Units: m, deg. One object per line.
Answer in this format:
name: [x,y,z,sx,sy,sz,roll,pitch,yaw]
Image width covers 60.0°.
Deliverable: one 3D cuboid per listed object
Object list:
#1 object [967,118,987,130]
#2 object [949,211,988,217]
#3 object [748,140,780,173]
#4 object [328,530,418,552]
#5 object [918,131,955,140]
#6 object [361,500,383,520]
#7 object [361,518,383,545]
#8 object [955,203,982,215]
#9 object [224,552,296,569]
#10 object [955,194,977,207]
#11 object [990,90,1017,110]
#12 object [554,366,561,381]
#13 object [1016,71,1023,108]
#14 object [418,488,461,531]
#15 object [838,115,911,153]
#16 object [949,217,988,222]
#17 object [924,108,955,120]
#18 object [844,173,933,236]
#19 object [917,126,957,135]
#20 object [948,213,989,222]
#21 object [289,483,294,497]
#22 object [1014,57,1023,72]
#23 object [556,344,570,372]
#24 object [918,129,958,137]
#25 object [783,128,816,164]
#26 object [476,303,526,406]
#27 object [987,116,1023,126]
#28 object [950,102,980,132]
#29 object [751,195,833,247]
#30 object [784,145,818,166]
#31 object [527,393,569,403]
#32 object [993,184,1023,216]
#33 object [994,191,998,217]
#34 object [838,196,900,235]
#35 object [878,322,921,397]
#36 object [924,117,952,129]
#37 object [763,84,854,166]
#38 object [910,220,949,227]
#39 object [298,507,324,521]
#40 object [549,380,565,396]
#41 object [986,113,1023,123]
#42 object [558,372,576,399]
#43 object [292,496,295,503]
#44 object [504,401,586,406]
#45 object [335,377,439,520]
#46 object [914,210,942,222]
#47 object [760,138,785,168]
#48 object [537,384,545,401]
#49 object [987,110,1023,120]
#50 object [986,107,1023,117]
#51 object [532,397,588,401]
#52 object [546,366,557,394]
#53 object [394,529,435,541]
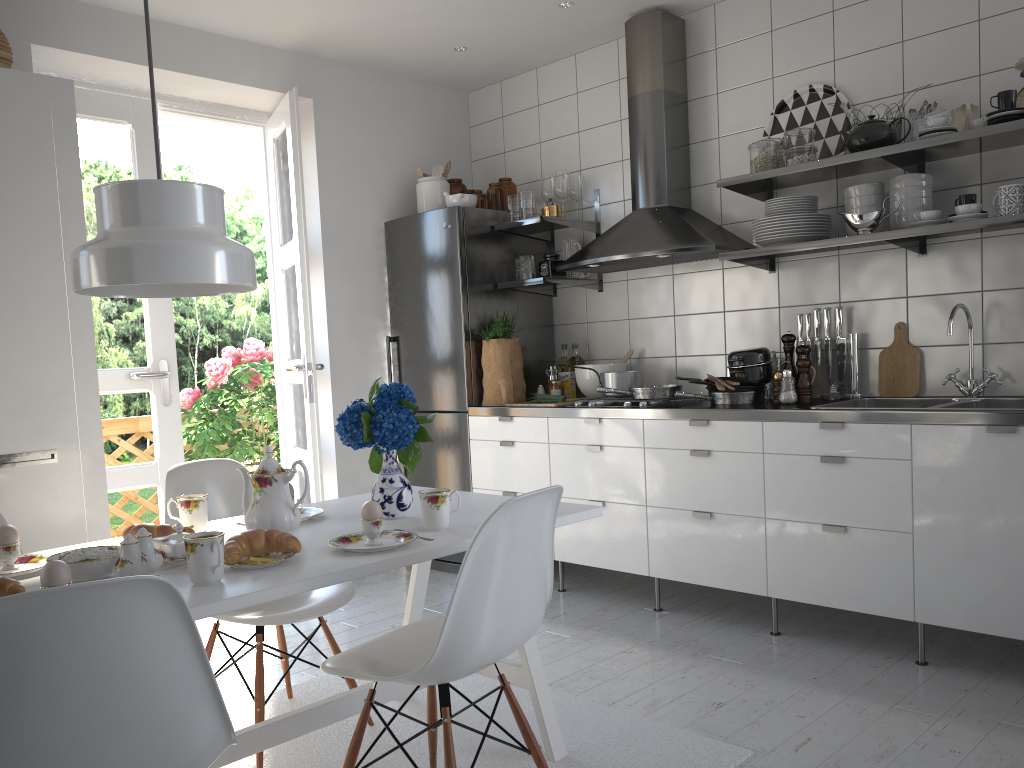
object: [1.565,-0.855,2.960,0.082,0.048,0.079,-4,3,-33]
object: [1.578,-0.580,3.067,0.121,0.023,0.121,-2,2,25]
object: [0.987,-0.876,3.469,0.121,0.130,0.121,-1,4,31]
object: [-0.311,0.357,1.996,0.200,0.016,0.201,-4,2,-40]
object: [1.442,-0.829,2.999,0.121,0.021,0.121,-4,3,-41]
object: [-0.315,0.293,1.992,0.048,0.063,0.048,-6,4,-41]
object: [-0.313,0.330,1.994,0.048,0.057,0.048,-3,3,-5]
object: [1.503,-0.564,2.919,0.082,0.048,0.079,-4,3,-33]
object: [-0.538,0.372,1.874,0.157,0.016,0.158,-4,2,-35]
object: [1.577,-0.615,3.071,0.055,0.078,0.070,-3,3,5]
object: [1.580,-0.894,2.839,0.055,0.078,0.070,-4,3,-25]
object: [0.223,-0.005,4.529,0.059,0.173,0.059,-3,4,4]
object: [1.759,-0.937,2.932,0.159,0.209,0.185,0,4,45]
object: [-0.181,0.306,2.153,0.078,0.096,0.090,0,4,38]
object: [1.291,-0.888,3.166,0.178,0.142,0.199,-3,3,-4]
object: [1.580,-0.561,3.066,0.121,0.021,0.121,-3,2,-11]
object: [1.437,-0.898,2.995,0.078,0.068,0.083,-4,3,-30]
object: [1.394,-0.647,3.289,0.309,0.217,0.150,-1,4,42]
object: [1.439,-0.848,3.000,0.121,0.024,0.121,-1,3,40]
object: [1.505,-0.543,2.922,0.121,0.021,0.121,-4,3,-41]
object: [-0.612,0.295,2.392,0.048,0.063,0.048,-6,4,-41]
object: [1.757,-1.064,2.934,0.163,0.047,0.164,-3,2,4]
object: [0.276,-0.064,4.562,0.066,0.283,0.066,0,5,40]
object: [1.442,-0.838,2.999,0.121,0.021,0.121,-4,3,-41]
object: [1.127,-0.904,3.470,0.121,0.171,0.121,-4,4,-25]
object: [-0.044,-0.143,4.342,0.174,0.510,0.282,0,4,32]
object: [1.588,-0.831,2.836,0.121,0.021,0.121,-2,2,22]
object: [1.595,-0.906,3.110,0.115,0.152,0.127,-4,3,-19]
object: [1.099,-0.628,3.484,0.300,0.195,0.306,-5,3,-41]
object: [1.094,-0.853,3.353,0.121,0.079,0.121,-1,3,31]
object: [0.146,0.068,4.162,0.141,0.053,0.276,-4,2,-30]
object: [1.608,-0.585,2.856,0.083,0.100,0.108,-2,3,14]
object: [1.643,-0.589,2.919,0.083,0.100,0.108,-3,3,-11]
object: [1.283,-0.597,3.186,0.210,0.135,0.101,-2,3,27]
object: [1.508,-0.095,3.449,0.157,0.294,0.047,1,5,45]
object: [1.438,-0.869,2.997,0.079,0.050,0.082,-2,3,18]
object: [1.209,-1.024,3.629,0.395,0.394,0.053,0,5,45]
object: [1.428,-0.543,3.033,0.121,0.021,0.121,-1,3,42]
object: [-0.609,0.359,2.397,0.200,0.016,0.201,-4,2,-40]
object: [0.223,0.034,4.402,0.078,0.102,0.078,-2,3,11]
object: [1.587,-0.840,2.835,0.121,0.021,0.121,-4,3,-41]
object: [0.279,0.009,4.489,0.077,0.141,0.043,1,5,45]
object: [-0.610,0.332,2.394,0.048,0.057,0.048,-3,3,-5]
object: [0.153,0.092,4.162,0.330,0.012,0.220,-1,3,45]
object: [-0.329,0.166,2.339,0.235,0.378,0.265,-6,5,-43]
object: [1.426,-0.564,3.030,0.079,0.048,0.082,-1,3,37]
object: [1.055,-0.905,3.613,0.121,0.171,0.121,-4,4,-25]
object: [0.146,0.045,4.466,0.046,0.085,0.046,-1,4,22]
object: [1.587,-0.850,2.834,0.121,0.023,0.121,-3,2,-14]
object: [1.585,-0.859,2.835,0.121,0.023,0.121,-3,2,-5]
object: [0.245,0.079,4.483,0.180,0.008,0.271,-1,3,45]
object: [0.202,-0.002,4.467,0.059,0.173,0.059,-3,4,4]
object: [-0.234,0.353,2.071,0.032,0.011,0.140,-5,3,-42]
